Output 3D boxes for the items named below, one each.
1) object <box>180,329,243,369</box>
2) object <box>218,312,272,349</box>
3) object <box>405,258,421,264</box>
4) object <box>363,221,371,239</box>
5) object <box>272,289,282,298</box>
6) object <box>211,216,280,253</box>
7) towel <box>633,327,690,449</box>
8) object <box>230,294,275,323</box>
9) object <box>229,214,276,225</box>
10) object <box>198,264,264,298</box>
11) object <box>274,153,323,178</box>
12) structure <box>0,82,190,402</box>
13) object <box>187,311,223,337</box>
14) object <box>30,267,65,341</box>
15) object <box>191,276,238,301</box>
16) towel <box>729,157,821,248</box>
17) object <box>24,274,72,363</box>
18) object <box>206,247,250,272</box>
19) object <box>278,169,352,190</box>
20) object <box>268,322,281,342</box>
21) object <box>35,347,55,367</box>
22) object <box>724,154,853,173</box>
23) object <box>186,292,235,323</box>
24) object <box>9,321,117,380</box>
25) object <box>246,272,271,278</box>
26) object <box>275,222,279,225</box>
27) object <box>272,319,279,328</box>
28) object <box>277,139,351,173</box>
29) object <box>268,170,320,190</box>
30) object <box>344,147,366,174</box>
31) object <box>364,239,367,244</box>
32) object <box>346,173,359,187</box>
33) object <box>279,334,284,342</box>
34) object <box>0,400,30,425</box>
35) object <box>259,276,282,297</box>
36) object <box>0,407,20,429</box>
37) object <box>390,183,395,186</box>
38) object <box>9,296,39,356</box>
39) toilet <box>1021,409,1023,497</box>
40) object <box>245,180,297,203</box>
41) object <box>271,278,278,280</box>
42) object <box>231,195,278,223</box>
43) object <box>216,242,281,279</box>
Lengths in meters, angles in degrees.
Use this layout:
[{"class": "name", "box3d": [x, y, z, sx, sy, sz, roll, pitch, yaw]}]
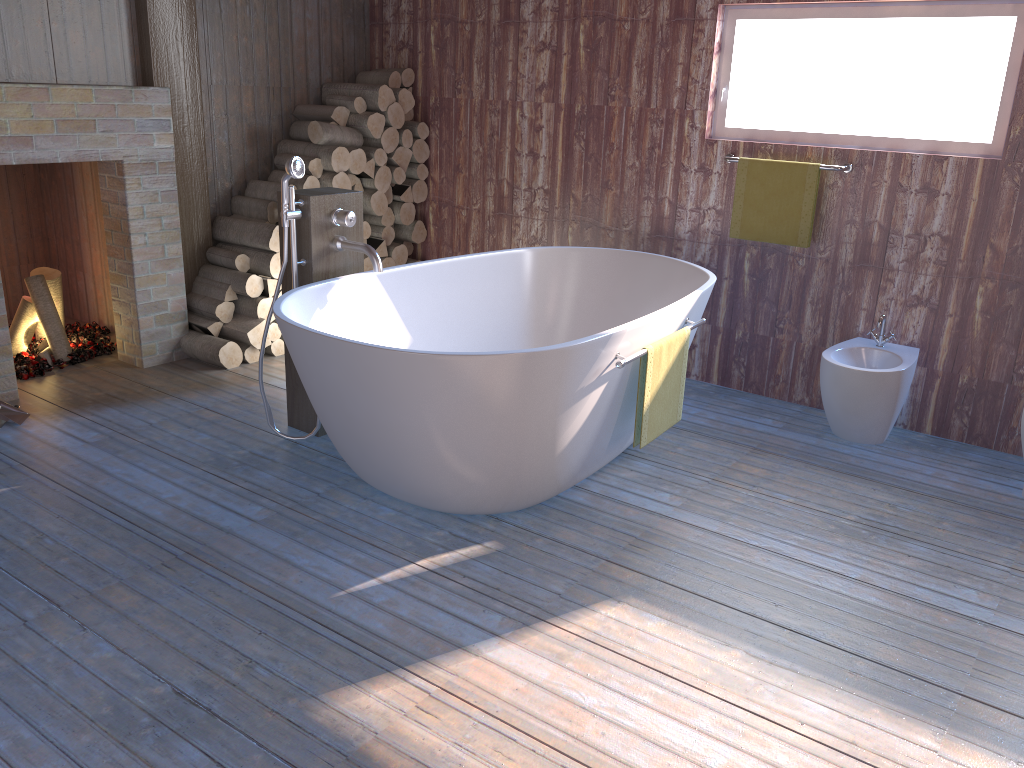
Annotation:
[{"class": "object", "box3d": [-1.554, -0.184, 4.452, 0.437, 0.143, 0.141, 14, 22, 32]}, {"class": "object", "box3d": [-1.451, -0.298, 4.539, 0.483, 0.159, 0.150, 15, 22, 33]}, {"class": "object", "box3d": [-0.732, -0.728, 5.463, 0.439, 0.152, 0.147, 15, 23, 34]}, {"class": "object", "box3d": [-0.991, -0.895, 5.011, 0.437, 0.100, 0.098, 14, 22, 32]}, {"class": "object", "box3d": [-1.334, -0.474, 4.676, 0.437, 0.133, 0.137, 14, 22, 32]}, {"class": "object", "box3d": [-1.349, -0.773, 4.559, 0.455, 0.137, 0.139, 14, 22, 32]}, {"class": "towel", "box3d": [0.532, 0.008, 3.128, 0.032, 0.361, 0.370, 13, 22, 30]}, {"class": "object", "box3d": [-1.408, -0.416, 4.586, 0.437, 0.133, 0.137, 14, 22, 32]}, {"class": "object", "box3d": [-1.371, -0.839, 4.677, 0.280, 0.093, 0.099, 16, 23, 35]}, {"class": "object", "box3d": [-1.430, -0.528, 4.512, 0.370, 0.120, 0.117, 14, 22, 32]}, {"class": "object", "box3d": [-1.133, -1.162, 4.716, 0.282, 0.112, 0.106, 16, 23, 35]}, {"class": "structure", "box3d": [-2.025, -0.635, 3.932, 0.226, 1.330, 1.130, 15, 22, 34]}, {"class": "object", "box3d": [-1.586, -0.300, 4.498, 0.280, 0.093, 0.099, 16, 23, 35]}, {"class": "object", "box3d": [-2.371, -0.372, 4.537, 0.140, 0.459, 0.266, -11, 23, -34]}, {"class": "object", "box3d": [-1.520, -0.490, 4.511, 0.280, 0.091, 0.085, 15, 22, 33]}, {"class": "towel", "box3d": [1.163, -0.807, 3.937, 0.370, 0.361, 0.032, 15, 22, 34]}, {"class": "object", "box3d": [-2.251, -0.311, 4.322, 0.283, 0.434, 0.098, 14, 22, 32]}, {"class": "object", "box3d": [-1.450, -0.638, 4.541, 0.242, 0.103, 0.101, 16, 23, 35]}, {"class": "object", "box3d": [-1.078, -1.095, 4.804, 0.437, 0.143, 0.141, 14, 22, 32]}, {"class": "object", "box3d": [-1.394, -0.310, 4.638, 0.437, 0.100, 0.098, 14, 22, 32]}, {"class": "object", "box3d": [-2.269, -0.156, 4.374, 0.085, 0.084, 0.278, 0, 19, -7]}, {"class": "object", "box3d": [1.194, -0.972, 3.909, 0.581, 0.043, 0.091, 15, 23, 34]}, {"class": "object", "box3d": [-1.551, -0.394, 4.512, 0.303, 0.120, 0.114, 16, 23, 35]}, {"class": "object", "box3d": [-2.509, -0.214, 4.563, 0.935, 0.085, 0.829, 8, 19, 17]}, {"class": "object", "box3d": [-1.405, -0.590, 4.711, 0.278, 0.085, 0.086, 14, 22, 32]}, {"class": "object", "box3d": [-1.302, -0.820, 4.758, 0.291, 0.124, 0.121, 16, 23, 35]}, {"class": "object", "box3d": [-1.348, -0.354, 4.687, 0.437, 0.100, 0.098, 14, 22, 32]}, {"class": "object", "box3d": [-1.070, -1.229, 4.773, 0.439, 0.145, 0.135, 15, 23, 34]}, {"class": "object", "box3d": [-1.156, -1.061, 4.695, 0.291, 0.123, 0.115, 16, 23, 35]}, {"class": "object", "box3d": [-1.003, -1.243, 4.866, 0.440, 0.147, 0.138, 15, 23, 34]}, {"class": "object", "box3d": [-0.975, -0.814, 5.074, 0.301, 0.113, 0.111, 14, 22, 32]}, {"class": "object", "box3d": [-0.977, -1.147, 4.931, 0.280, 0.092, 0.088, 16, 23, 35]}, {"class": "object", "box3d": [-1.316, -0.271, 4.772, 0.410, 0.134, 0.132, 14, 22, 32]}, {"class": "object", "box3d": [-2.071, -0.264, 3.463, 0.206, 0.871, 0.126, -1, 19, -11]}, {"class": "object", "box3d": [-1.366, -0.533, 4.594, 0.421, 0.104, 0.106, 14, 22, 32]}, {"class": "object", "box3d": [-2.167, -0.263, 3.439, 0.276, 0.888, 0.333, -2, 19, -12]}, {"class": "object", "box3d": [-0.760, -1.202, 5.207, 0.177, 0.069, 0.067, 15, 22, 34]}, {"class": "object", "box3d": [-2.418, -0.281, 4.390, 0.221, 0.306, 0.121, -7, 21, -25]}, {"class": "toilet", "box3d": [2.034, 0.243, 3.190, 0.375, 0.400, 0.534, 15, 23, 34]}, {"class": "object", "box3d": [-1.258, -1.004, 4.656, 0.301, 0.113, 0.114, 14, 22, 32]}, {"class": "object", "box3d": [-1.259, -0.513, 4.771, 0.437, 0.133, 0.137, 14, 22, 32]}, {"class": "object", "box3d": [-1.345, -0.927, 4.684, 0.302, 0.113, 0.108, 15, 23, 34]}, {"class": "object", "box3d": [-1.348, -0.646, 4.590, 0.437, 0.133, 0.137, 14, 22, 32]}]
